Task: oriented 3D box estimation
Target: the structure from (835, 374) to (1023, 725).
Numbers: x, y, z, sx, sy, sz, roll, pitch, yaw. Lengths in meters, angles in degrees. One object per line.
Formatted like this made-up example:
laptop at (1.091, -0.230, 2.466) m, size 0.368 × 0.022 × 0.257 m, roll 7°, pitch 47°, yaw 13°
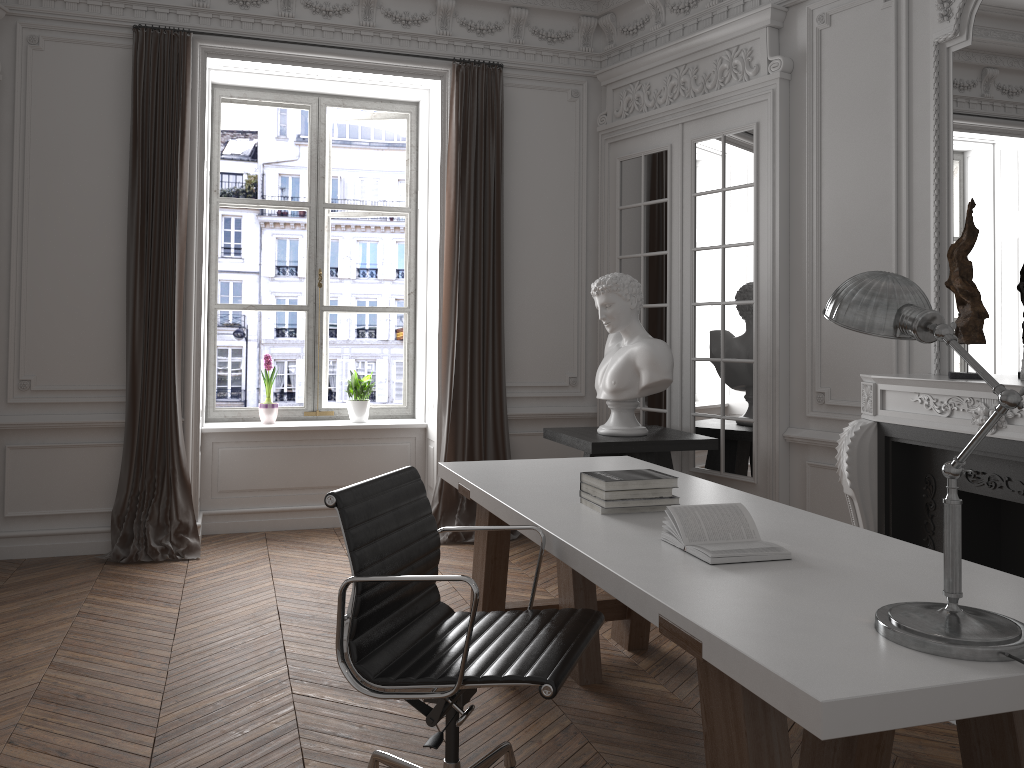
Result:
structure at (1.828, 0.589, 3.311) m, size 0.809 × 1.186 × 1.605 m, roll 1°, pitch 1°, yaw -18°

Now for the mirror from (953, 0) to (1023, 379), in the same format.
mirror at (2.159, -0.873, 3.451) m, size 0.001 × 1.817 × 1.122 m, roll 1°, pitch 0°, yaw -18°

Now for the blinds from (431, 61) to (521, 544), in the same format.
blinds at (-0.224, -0.571, 5.705) m, size 0.777 × 3.109 × 0.342 m, roll 1°, pitch -2°, yaw -23°

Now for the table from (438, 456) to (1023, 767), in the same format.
table at (0.500, 0.783, 2.716) m, size 0.900 × 0.750 × 2.623 m, roll 0°, pitch 3°, yaw -18°

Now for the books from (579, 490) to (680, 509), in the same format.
books at (0.378, 0.366, 2.859) m, size 0.258 × 0.023 × 0.212 m, roll 0°, pitch 3°, yaw -18°

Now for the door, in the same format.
door at (1.056, -0.343, 5.471) m, size 0.085 × 2.742 × 1.564 m, roll 2°, pitch -1°, yaw -33°

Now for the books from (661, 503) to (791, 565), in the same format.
books at (0.551, 0.382, 2.306) m, size 0.226 × 0.096 × 0.279 m, roll 0°, pitch 3°, yaw -16°

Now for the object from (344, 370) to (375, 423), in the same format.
object at (-1.058, 0.081, 6.157) m, size 0.215 × 0.370 × 0.284 m, roll 1°, pitch 0°, yaw -39°

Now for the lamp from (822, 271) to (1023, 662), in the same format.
lamp at (0.799, 0.116, 1.740) m, size 0.269 × 0.701 × 0.488 m, roll 1°, pitch 0°, yaw -18°

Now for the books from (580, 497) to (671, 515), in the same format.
books at (0.367, 0.388, 2.864) m, size 0.242 × 0.023 × 0.191 m, roll 0°, pitch 3°, yaw -16°

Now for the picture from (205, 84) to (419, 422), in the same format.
picture at (-0.163, -1.038, 2.780) m, size 13.199 × 4.813 × 13.241 m, roll -1°, pitch 3°, yaw -25°

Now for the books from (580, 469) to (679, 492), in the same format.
books at (0.378, 0.310, 2.862) m, size 0.258 × 0.032 × 0.191 m, roll -1°, pitch 3°, yaw -20°

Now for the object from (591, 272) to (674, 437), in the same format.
object at (0.647, -0.175, 5.039) m, size 0.392 × 0.926 × 0.633 m, roll 1°, pitch 0°, yaw -18°

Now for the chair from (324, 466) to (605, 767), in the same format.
chair at (-0.106, 0.717, 2.243) m, size 0.667 × 0.925 × 0.693 m, roll 1°, pitch 0°, yaw 8°

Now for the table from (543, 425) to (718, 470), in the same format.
table at (0.662, 0.658, 5.078) m, size 0.767 × 0.751 × 0.768 m, roll 0°, pitch 1°, yaw -18°

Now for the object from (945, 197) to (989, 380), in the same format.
object at (1.886, -0.399, 3.668) m, size 0.165 × 0.755 × 0.142 m, roll 0°, pitch -2°, yaw 25°

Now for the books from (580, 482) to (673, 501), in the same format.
books at (0.368, 0.340, 2.860) m, size 0.239 × 0.028 × 0.191 m, roll -1°, pitch 3°, yaw -20°

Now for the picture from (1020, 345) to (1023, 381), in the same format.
picture at (2.123, -0.223, 3.398) m, size 0.096 × 0.436 × 0.340 m, roll 1°, pitch 0°, yaw -18°

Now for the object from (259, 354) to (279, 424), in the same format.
object at (-1.653, 0.031, 6.010) m, size 0.129 × 0.477 × 0.128 m, roll 0°, pitch -1°, yaw 33°

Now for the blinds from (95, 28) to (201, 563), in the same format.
blinds at (-2.079, -0.559, 5.155) m, size 0.580 × 3.109 × 0.309 m, roll 1°, pitch -2°, yaw -12°
